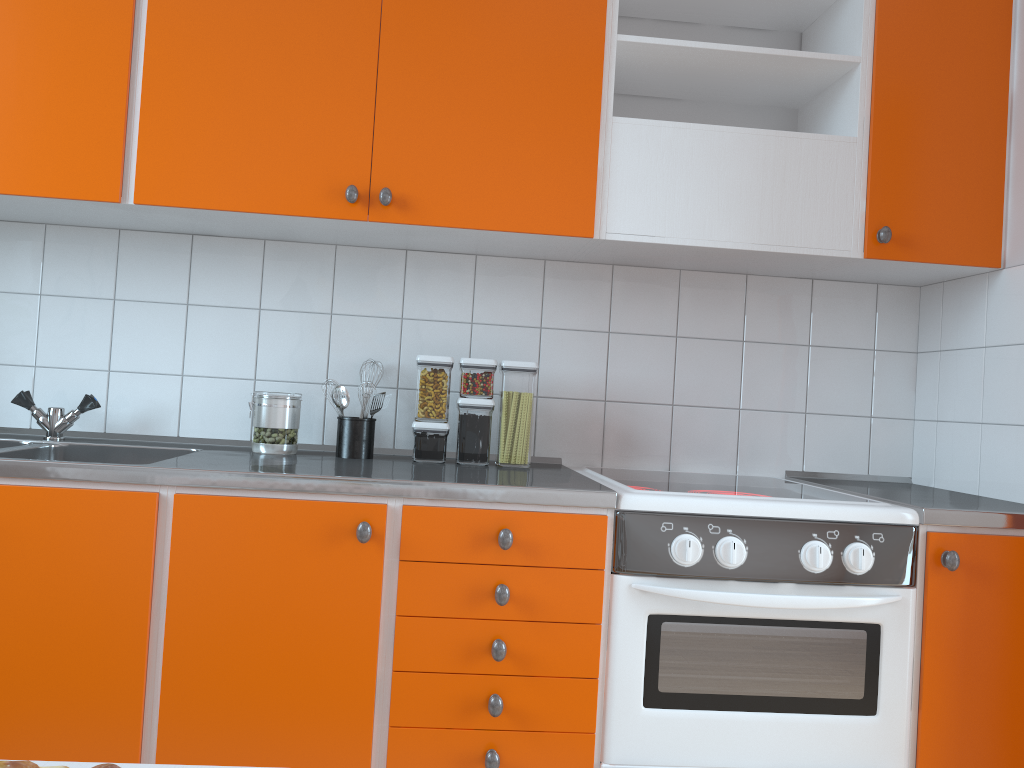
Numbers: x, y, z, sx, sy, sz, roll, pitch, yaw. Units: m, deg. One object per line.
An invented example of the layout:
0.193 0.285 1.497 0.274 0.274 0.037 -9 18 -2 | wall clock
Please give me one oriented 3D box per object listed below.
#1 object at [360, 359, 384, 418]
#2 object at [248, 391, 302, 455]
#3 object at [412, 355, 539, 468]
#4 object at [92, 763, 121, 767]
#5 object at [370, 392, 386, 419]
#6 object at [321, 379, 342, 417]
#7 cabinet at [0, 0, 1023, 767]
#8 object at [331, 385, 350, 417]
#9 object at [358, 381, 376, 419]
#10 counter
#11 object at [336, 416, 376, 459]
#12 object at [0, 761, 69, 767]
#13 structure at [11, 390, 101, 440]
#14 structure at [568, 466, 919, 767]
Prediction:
-0.366 0.058 2.243 0.063 0.251 0.185 4 -1 -4 | object
-0.578 0.095 2.176 0.119 0.150 0.116 3 -2 29 | object
-0.095 0.068 2.204 0.301 0.261 0.094 4 -1 -4 | object
-0.210 0.224 0.426 0.061 0.059 0.073 3 -1 16 | object
-0.343 0.099 2.169 0.034 0.164 0.118 4 -2 -25 | object
-0.423 0.085 2.186 0.106 0.190 0.045 5 -2 -43 | object
-0.381 -0.133 2.004 3.111 2.349 0.703 4 -1 -4 | cabinet
-0.414 0.092 2.159 0.052 0.176 0.087 3 -1 4 | object
-0.354 0.058 2.138 0.044 0.131 0.076 4 -1 -13 | object
-0.405 0.222 2.012 3.110 0.132 0.679 4 -1 -4 | counter
-0.385 0.135 2.182 0.095 0.105 0.097 4 -1 -24 | object
-0.264 0.221 0.436 0.069 0.060 0.131 4 -1 -6 | object
-1.122 0.078 2.179 0.201 0.116 0.049 4 -1 -4 | structure
0.453 0.662 2.040 0.619 0.865 0.731 4 -1 -5 | structure
